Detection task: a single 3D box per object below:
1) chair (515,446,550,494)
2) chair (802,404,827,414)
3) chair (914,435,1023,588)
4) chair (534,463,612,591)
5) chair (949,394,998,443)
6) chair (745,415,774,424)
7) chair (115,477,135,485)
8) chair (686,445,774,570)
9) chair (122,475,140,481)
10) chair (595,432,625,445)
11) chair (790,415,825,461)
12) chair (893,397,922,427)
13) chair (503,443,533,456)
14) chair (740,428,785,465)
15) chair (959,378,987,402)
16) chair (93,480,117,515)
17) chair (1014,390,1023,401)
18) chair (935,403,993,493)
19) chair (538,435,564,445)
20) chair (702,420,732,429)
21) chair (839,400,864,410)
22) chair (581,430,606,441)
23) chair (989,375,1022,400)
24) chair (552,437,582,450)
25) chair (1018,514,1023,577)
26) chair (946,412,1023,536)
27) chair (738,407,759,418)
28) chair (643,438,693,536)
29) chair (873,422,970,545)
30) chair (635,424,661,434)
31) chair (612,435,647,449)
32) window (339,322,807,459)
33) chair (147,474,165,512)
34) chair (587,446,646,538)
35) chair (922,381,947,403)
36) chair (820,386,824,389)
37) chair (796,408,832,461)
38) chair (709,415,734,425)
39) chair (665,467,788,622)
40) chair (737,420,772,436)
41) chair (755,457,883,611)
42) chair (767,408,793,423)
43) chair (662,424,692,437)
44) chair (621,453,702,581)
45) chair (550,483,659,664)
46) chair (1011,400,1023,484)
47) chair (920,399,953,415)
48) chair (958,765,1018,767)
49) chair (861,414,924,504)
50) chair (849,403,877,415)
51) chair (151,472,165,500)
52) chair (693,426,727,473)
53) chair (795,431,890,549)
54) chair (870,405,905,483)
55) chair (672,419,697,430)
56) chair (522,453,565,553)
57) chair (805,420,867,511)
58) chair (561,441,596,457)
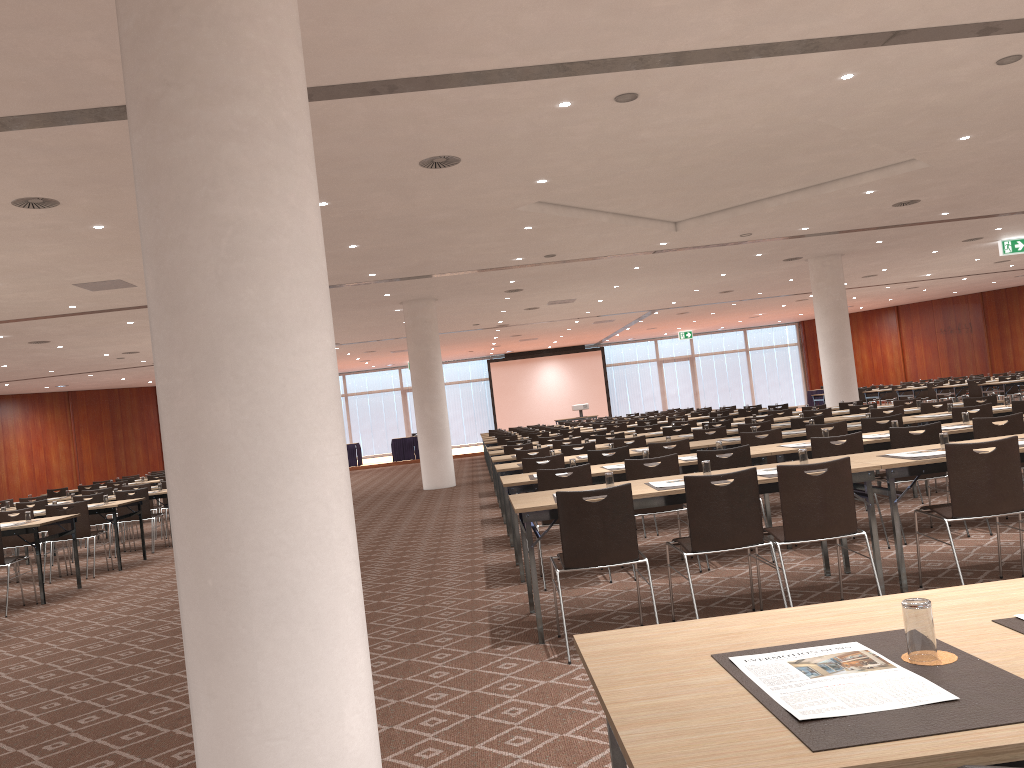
[{"bbox_3d":[0.295,1.277,11.230,0.535,0.939,0.614,-6,-1,-6],"label":"chair"},{"bbox_3d":[5.258,0.843,15.470,0.535,0.939,0.614,-6,-1,-3],"label":"chair"},{"bbox_3d":[2.822,0.799,5.388,0.535,0.939,0.614,-7,-1,0],"label":"chair"},{"bbox_3d":[0.459,1.130,7.235,0.535,0.939,0.614,-7,-1,-1],"label":"chair"},{"bbox_3d":[6.038,0.626,11.504,0.535,0.939,0.614,-7,-1,-1],"label":"chair"},{"bbox_3d":[3.734,0.952,13.396,0.535,0.939,0.614,-7,-1,-2],"label":"chair"},{"bbox_3d":[-8.710,2.602,20.227,0.535,0.939,0.614,-7,-1,0],"label":"chair"},{"bbox_3d":[1.749,0.984,7.296,0.535,0.939,0.614,-7,-1,-2],"label":"chair"},{"bbox_3d":[-9.485,2.759,22.332,0.535,0.939,0.614,-7,-1,-1],"label":"chair"},{"bbox_3d":[1.497,1.204,13.254,0.535,0.939,0.614,-7,-1,0],"label":"chair"},{"bbox_3d":[3.770,0.882,11.361,0.535,0.939,0.614,-6,-1,-4],"label":"chair"},{"bbox_3d":[5.997,0.695,13.503,0.535,0.939,0.614,-7,-1,-2],"label":"chair"},{"bbox_3d":[0.134,1.361,13.266,0.535,0.939,0.614,-6,-1,-3],"label":"chair"},{"bbox_3d":[2.626,0.948,9.340,0.535,0.939,0.614,-7,-1,-1],"label":"chair"},{"bbox_3d":[11.132,0.355,21.313,0.535,0.939,0.614,-7,-1,-2],"label":"chair"},{"bbox_3d":[-9.280,2.671,20.340,0.535,0.939,0.614,-6,-1,-4],"label":"chair"},{"bbox_3d":[12.472,0.201,21.318,0.535,0.939,0.614,-6,-1,-4],"label":"chair"},{"bbox_3d":[4.887,0.693,9.490,0.535,0.939,0.614,-7,-1,-1],"label":"chair"},{"bbox_3d":[0.696,1.359,15.217,0.535,0.939,0.614,-6,-1,-5],"label":"chair"},{"bbox_3d":[3.081,1.024,13.330,0.535,0.939,0.614,-7,-1,-2],"label":"chair"},{"bbox_3d":[5.888,0.770,15.465,0.535,0.939,0.614,-6,-1,-5],"label":"chair"},{"bbox_3d":[1.438,1.278,15.330,0.535,0.939,0.614,-7,-1,-1],"label":"chair"},{"bbox_3d":[11.811,0.274,21.205,0.535,0.939,0.614,-7,-1,-1],"label":"chair"},{"bbox_3d":[0.847,1.279,13.258,0.535,0.939,0.614,-6,-1,-4],"label":"chair"},{"bbox_3d":[3.480,0.723,5.377,0.535,0.939,0.614,-6,-1,-4],"label":"chair"},{"bbox_3d":[4.013,0.727,7.404,0.535,0.939,0.614,-6,-1,-4],"label":"chair"},{"bbox_3d":[5.035,0.980,18.927,0.535,0.939,0.614,-6,-1,-4],"label":"chair"},{"bbox_3d":[1.660,1.059,9.336,0.535,0.939,0.614,-6,-1,-5],"label":"chair"},{"bbox_3d":[3.348,0.804,7.415,0.535,0.939,0.614,-7,-1,-2],"label":"chair"},{"bbox_3d":[2.364,1.170,15.297,0.535,0.939,0.614,-7,-1,0],"label":"chair"},{"bbox_3d":[1.507,1.141,11.330,0.535,0.939,0.614,-6,-1,-5],"label":"chair"},{"bbox_3d":[1.743,0.412,39.433,22.960,3.871,0.217,-6,-1,-3],"label":"window"},{"bbox_3d":[-8.043,2.529,20.340,0.535,0.939,0.614,-6,-1,-4],"label":"chair"},{"bbox_3d":[1.034,1.129,9.264,0.535,0.939,0.614,-7,-1,-1],"label":"chair"},{"bbox_3d":[11.088,0.425,23.313,0.535,0.939,0.614,-6,-1,-3],"label":"chair"},{"bbox_3d":[12.069,0.518,33.736,0.535,0.939,0.614,-7,-1,-2],"label":"chair"},{"bbox_3d":[4.636,0.851,13.481,0.535,0.939,0.614,-7,-1,-1],"label":"chair"},{"bbox_3d":[3.634,1.029,15.434,0.535,0.939,0.614,-6,-1,-6],"label":"chair"},{"bbox_3d":[1.239,0.977,5.270,0.535,0.939,0.614,-6,-1,-5],"label":"chair"},{"bbox_3d":[3.111,0.959,11.406,0.535,0.939,0.614,-6,-1,-5],"label":"chair"},{"bbox_3d":[1.779,0.915,5.261,0.535,0.939,0.614,-6,-1,-3],"label":"chair"},{"bbox_3d":[4.647,0.911,15.406,0.535,0.939,0.614,-6,-1,-3],"label":"chair"},{"bbox_3d":[2.490,1.094,13.378,0.535,0.939,0.614,-6,-1,-5],"label":"chair"},{"bbox_3d":[1.154,1.050,7.233,0.535,0.939,0.614,-6,-1,-3],"label":"chair"},{"bbox_3d":[0.509,1.059,5.201,0.535,0.939,0.614,-6,-1,-3],"label":"chair"},{"bbox_3d":[5.488,0.623,9.441,0.535,0.939,0.614,-7,-1,-2],"label":"chair"},{"bbox_3d":[5.476,0.691,11.519,0.535,0.939,0.614,-6,-1,-5],"label":"chair"},{"bbox_3d":[0.791,0.898,1.202,0.535,0.939,0.614,-7,-1,-1],"label":"chair"},{"bbox_3d":[3.905,0.803,9.401,0.535,0.939,0.614,-7,-1,0],"label":"chair"},{"bbox_3d":[5.293,0.774,13.435,0.535,0.939,0.614,-6,-1,-5],"label":"chair"},{"bbox_3d":[-8.762,2.675,22.307,0.535,0.939,0.614,-7,-1,-1],"label":"chair"},{"bbox_3d":[2.527,1.024,11.336,0.535,0.939,0.614,-6,-1,-5],"label":"chair"},{"bbox_3d":[2.654,0.880,7.305,0.535,0.939,0.614,-6,-1,-5],"label":"chair"},{"bbox_3d":[4.817,0.764,11.446,0.535,0.939,0.614,-6,-1,-3],"label":"chair"},{"bbox_3d":[2.994,1.100,15.362,0.535,0.939,0.614,-6,-1,-3],"label":"chair"},{"bbox_3d":[0.355,1.205,9.197,0.535,0.939,0.614,-6,-1,-3],"label":"chair"},{"bbox_3d":[3.298,0.871,9.337,0.535,0.939,0.614,-7,-1,-2],"label":"chair"},{"bbox_3d":[0.862,1.212,11.222,0.535,0.939,0.614,-6,-1,-4],"label":"chair"}]
